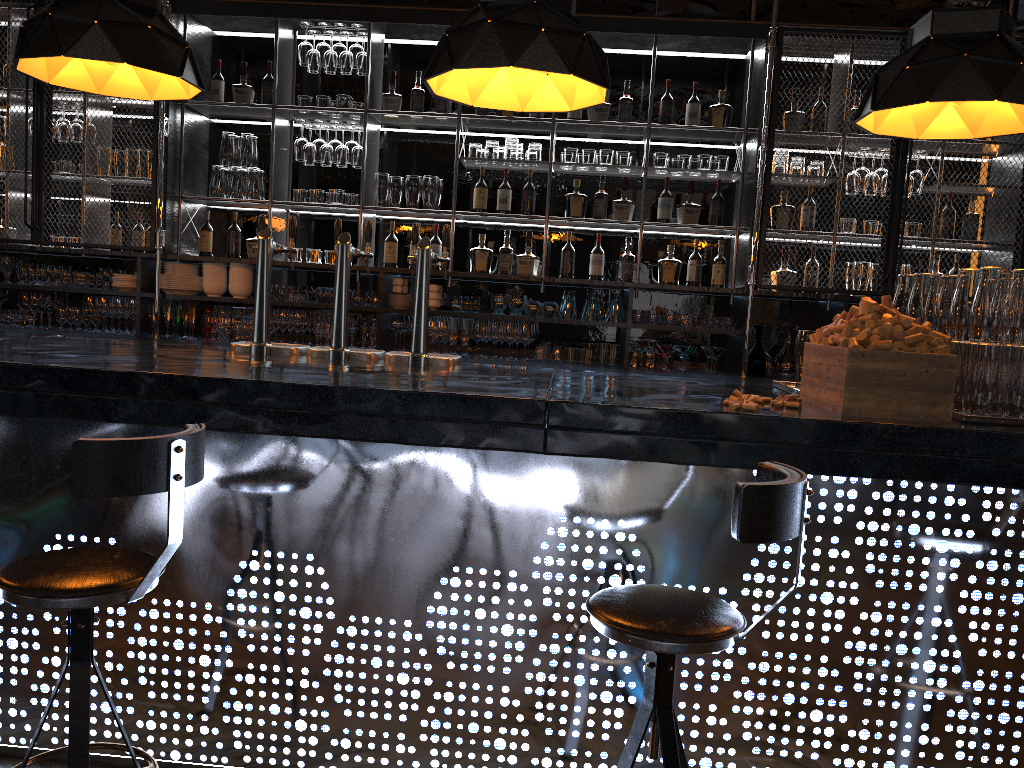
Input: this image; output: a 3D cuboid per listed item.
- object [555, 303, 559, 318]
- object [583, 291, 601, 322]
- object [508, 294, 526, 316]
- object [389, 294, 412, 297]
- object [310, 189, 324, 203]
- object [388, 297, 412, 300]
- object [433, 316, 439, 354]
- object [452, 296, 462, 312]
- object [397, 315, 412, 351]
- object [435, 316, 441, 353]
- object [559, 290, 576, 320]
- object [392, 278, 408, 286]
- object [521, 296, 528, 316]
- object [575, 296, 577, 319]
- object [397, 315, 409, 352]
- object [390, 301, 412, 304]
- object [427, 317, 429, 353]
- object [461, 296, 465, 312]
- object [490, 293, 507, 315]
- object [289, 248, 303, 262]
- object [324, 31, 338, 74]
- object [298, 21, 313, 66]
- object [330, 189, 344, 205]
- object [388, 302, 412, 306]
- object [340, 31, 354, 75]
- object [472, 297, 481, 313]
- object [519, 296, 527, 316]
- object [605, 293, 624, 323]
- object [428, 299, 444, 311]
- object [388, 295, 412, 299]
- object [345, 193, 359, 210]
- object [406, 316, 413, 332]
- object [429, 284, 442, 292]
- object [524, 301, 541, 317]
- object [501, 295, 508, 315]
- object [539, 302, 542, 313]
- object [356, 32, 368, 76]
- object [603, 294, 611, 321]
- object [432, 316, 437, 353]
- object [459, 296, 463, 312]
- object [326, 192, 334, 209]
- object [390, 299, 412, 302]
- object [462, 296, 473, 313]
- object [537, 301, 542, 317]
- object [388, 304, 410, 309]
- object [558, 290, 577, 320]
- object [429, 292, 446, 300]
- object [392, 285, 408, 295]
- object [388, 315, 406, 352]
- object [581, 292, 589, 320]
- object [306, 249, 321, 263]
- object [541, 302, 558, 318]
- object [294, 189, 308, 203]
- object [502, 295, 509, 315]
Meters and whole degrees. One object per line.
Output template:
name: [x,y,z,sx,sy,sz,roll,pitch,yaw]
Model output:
object: [0.241,-0.459,5.501,0.098,0.097,0.098,3,5,-10]
object: [0.479,-0.459,5.241,0.115,0.172,0.101,3,5,-12]
object: [0.027,-0.473,5.334,0.108,0.126,0.108,8,6,38]
object: [-0.685,-0.539,5.433,0.149,0.026,0.148,5,5,10]
object: [-1.213,-1.156,5.504,0.089,0.092,0.089,2,5,-18]
object: [-0.684,-0.517,5.435,0.149,0.026,0.148,5,5,10]
object: [-0.481,-0.305,5.534,0.058,0.234,0.058,2,5,-21]
object: [-0.331,-0.480,5.320,0.067,0.099,0.058,-1,7,-41]
object: [-0.684,-0.325,5.645,0.108,0.227,0.108,7,6,35]
object: [-0.475,-0.312,5.617,0.058,0.234,0.058,4,5,6]
object: [0.337,-0.469,5.260,0.115,0.172,0.101,7,6,33]
object: [-0.687,-0.615,5.425,0.094,0.069,0.106,4,5,9]
object: [0.044,-0.493,5.572,0.108,0.126,0.108,1,6,-25]
object: [0.355,-0.490,5.501,0.115,0.172,0.101,3,5,-12]
object: [-0.693,-0.314,5.523,0.108,0.227,0.108,2,5,-17]
object: [-0.686,-0.496,5.438,0.149,0.023,0.149,3,5,-12]
object: [-0.572,-0.317,5.638,0.108,0.227,0.108,8,7,39]
object: [-0.299,-0.493,5.483,0.058,0.099,0.067,4,5,6]
object: [-0.084,-0.480,5.339,0.100,0.125,0.100,8,7,42]
object: [-1.350,-0.798,5.522,0.089,0.092,0.089,1,6,-25]
object: [-1.129,-2.067,5.535,0.092,0.244,0.092,0,6,-36]
object: [-1.250,-2.061,5.378,0.092,0.244,0.092,0,6,-36]
object: [-1.074,-1.141,5.434,0.089,0.092,0.089,3,5,-12]
object: [-0.687,-0.484,5.439,0.149,0.023,0.149,1,6,-28]
object: [-1.030,-2.061,5.529,0.092,0.244,0.092,0,6,-36]
object: [-0.221,-0.485,5.457,0.058,0.099,0.067,5,5,16]
object: [0.037,-0.482,5.449,0.108,0.126,0.108,3,5,-2]
object: [0.611,-0.451,5.241,0.101,0.172,0.115,7,6,33]
object: [-0.472,-0.482,5.409,0.106,0.067,0.094,3,5,-8]
object: [-0.685,-0.527,5.434,0.149,0.025,0.149,0,6,-34]
object: [-1.016,-1.153,5.611,0.089,0.092,0.089,3,5,-12]
object: [-0.591,-0.297,5.399,0.108,0.227,0.108,1,6,-26]
object: [-0.472,-0.571,5.394,0.094,0.068,0.106,4,5,3]
object: [0.122,-0.449,5.305,0.098,0.097,0.098,2,5,-17]
object: [-0.074,-0.490,5.461,0.100,0.125,0.100,0,7,-39]
object: [0.138,-0.474,5.586,0.098,0.097,0.098,3,5,-5]
object: [-0.927,-2.054,5.522,0.092,0.244,0.092,0,6,-36]
object: [0.626,-0.471,5.484,0.115,0.172,0.101,5,5,13]
object: [-0.485,-0.299,5.461,0.058,0.234,0.058,6,6,26]
object: [-0.328,-0.486,5.388,0.067,0.099,0.058,1,6,-27]
object: [-1.135,-1.161,5.611,0.089,0.092,0.089,7,6,35]
object: [-0.686,-0.508,5.436,0.149,0.024,0.149,4,5,3]
object: [-0.268,-0.479,5.355,0.067,0.099,0.058,8,7,39]
object: [0.130,-0.458,5.405,0.098,0.097,0.098,8,7,41]
object: [-0.688,-0.474,5.440,0.149,0.022,0.149,1,6,-28]
object: [0.341,-0.480,5.380,0.115,0.172,0.101,5,5,13]
object: [-0.471,-0.527,5.408,0.106,0.069,0.094,-1,7,-45]
object: [-0.680,-0.570,5.429,0.107,0.070,0.094,7,6,34]
object: [-0.706,-0.305,5.405,0.108,0.227,0.108,3,5,-5]
object: [0.483,-0.470,5.369,0.101,0.172,0.115,7,6,33]
object: [-1.232,-0.789,5.501,0.089,0.092,0.089,0,6,-33]
object: [0.224,-0.442,5.293,0.098,0.097,0.098,8,6,37]
object: [-1.324,-1.168,5.554,0.089,0.092,0.089,2,5,-18]
object: [-0.069,-0.500,5.579,0.100,0.125,0.100,5,5,17]
